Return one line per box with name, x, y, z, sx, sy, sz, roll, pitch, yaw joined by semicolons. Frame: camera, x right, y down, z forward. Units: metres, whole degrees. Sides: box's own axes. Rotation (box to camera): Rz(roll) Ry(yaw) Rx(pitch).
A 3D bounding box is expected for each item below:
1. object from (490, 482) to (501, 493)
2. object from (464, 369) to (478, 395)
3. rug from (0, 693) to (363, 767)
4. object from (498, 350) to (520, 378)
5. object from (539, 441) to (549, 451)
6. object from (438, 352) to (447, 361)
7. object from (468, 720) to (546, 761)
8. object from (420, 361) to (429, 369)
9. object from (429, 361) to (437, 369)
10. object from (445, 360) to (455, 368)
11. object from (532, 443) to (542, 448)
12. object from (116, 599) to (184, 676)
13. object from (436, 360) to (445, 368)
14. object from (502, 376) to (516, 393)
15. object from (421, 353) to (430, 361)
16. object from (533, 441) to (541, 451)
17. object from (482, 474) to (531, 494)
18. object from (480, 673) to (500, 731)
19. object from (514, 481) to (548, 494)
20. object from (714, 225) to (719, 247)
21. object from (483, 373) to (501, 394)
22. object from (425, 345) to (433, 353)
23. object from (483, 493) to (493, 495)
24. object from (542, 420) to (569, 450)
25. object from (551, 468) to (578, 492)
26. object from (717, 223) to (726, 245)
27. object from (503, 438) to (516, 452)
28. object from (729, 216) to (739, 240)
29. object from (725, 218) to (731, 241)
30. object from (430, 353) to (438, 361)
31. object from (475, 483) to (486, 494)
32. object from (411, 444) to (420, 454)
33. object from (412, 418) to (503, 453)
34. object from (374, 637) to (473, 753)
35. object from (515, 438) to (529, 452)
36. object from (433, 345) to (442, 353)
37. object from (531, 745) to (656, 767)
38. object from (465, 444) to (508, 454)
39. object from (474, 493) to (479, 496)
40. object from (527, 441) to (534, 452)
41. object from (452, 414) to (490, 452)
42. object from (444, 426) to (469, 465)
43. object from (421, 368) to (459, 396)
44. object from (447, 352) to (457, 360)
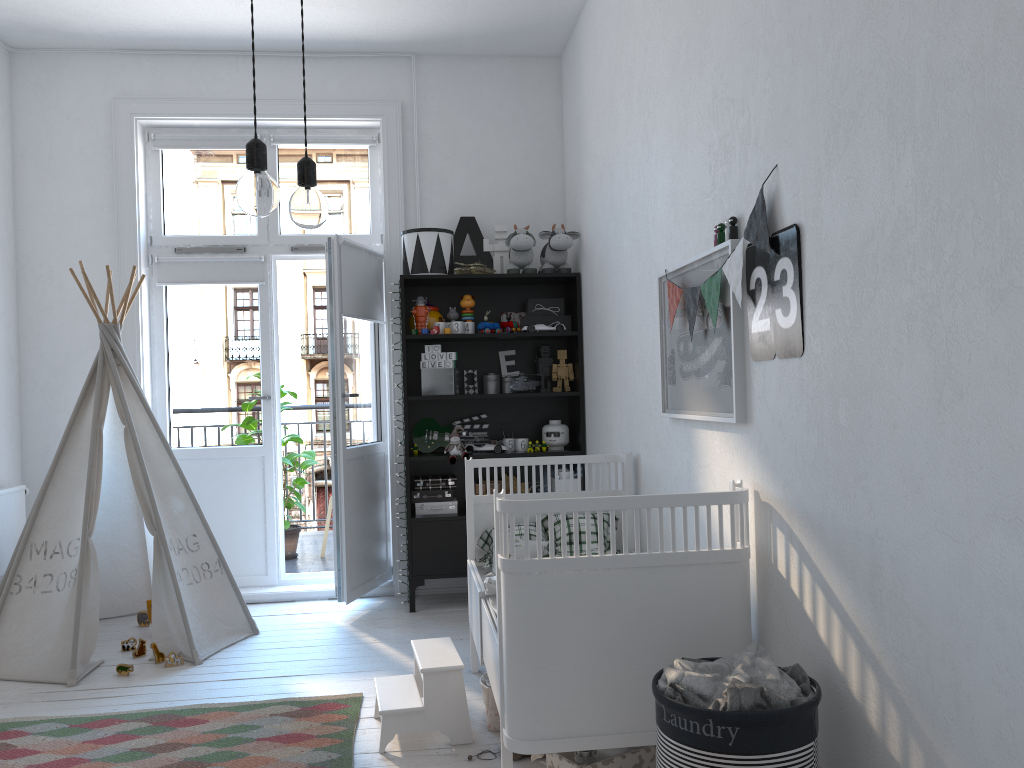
object;-0.085;0.533;4.565;0.050;0.050;0.050;-2;0;13
object;-0.220;-0.010;4.739;0.070;0.134;0.028;-2;0;-7
rug;-1.071;1.125;2.128;1.320;0.016;2.029;-2;0;-7
object;-0.016;-0.108;4.772;0.107;0.151;0.055;-2;0;-7
object;0.163;0.319;4.559;0.042;0.054;0.031;-2;0;38
object;-0.347;-0.139;4.491;0.040;0.040;0.040;-2;0;23
object;-0.010;1.031;2.655;0.254;0.151;0.125;-2;0;-8
object;-0.441;-0.096;4.505;0.040;0.040;0.040;-2;0;8
object;-0.401;-0.097;4.507;0.040;0.040;0.040;-2;0;-2
object;-0.313;-0.099;4.487;0.040;0.040;0.040;-2;0;23
object;0.078;0.332;4.738;0.163;0.034;0.069;-2;0;-7
object;-1.525;1.018;3.936;0.385;0.283;0.856;-2;0;-15
object;-0.359;-0.098;4.493;0.040;0.040;0.040;-2;0;8
object;0.000;0.003;4.647;0.078;0.091;0.246;-2;0;-12
object;-0.437;-0.136;4.505;0.040;0.040;0.040;-2;0;3
object;0.130;0.320;4.586;0.042;0.054;0.031;-2;0;-7
object;-0.067;0.567;4.687;0.337;0.186;0.111;-2;0;8
object;0.002;1.035;2.929;0.215;0.148;0.240;-2;0;0
object;0.074;0.592;4.793;0.347;0.120;0.034;-2;0;-7
object;0.582;-0.417;2.502;0.025;0.064;0.025;-2;0;-11
object;-0.108;-0.002;4.718;0.095;0.110;0.095;-2;0;-2
object;-0.421;-0.177;4.502;0.040;0.040;0.040;-2;0;-2
object;-0.122;0.583;4.546;0.050;0.050;0.050;-2;0;-7
object;0.229;0.270;4.649;0.139;0.162;0.139;-2;0;-32
object;0.274;0.548;4.639;0.132;0.199;0.267;-2;0;-7
object;0.585;-0.417;2.474;0.025;0.064;0.025;-2;0;-9
object;-0.013;0.318;4.616;0.067;0.067;0.067;-2;0;7
object;0.594;-0.418;2.380;0.025;0.064;0.025;-2;0;-14
object;0.591;-0.418;2.405;0.025;0.064;0.025;-2;0;-11
object;-0.392;-0.137;4.498;0.040;0.040;0.040;-2;0;13
object;-0.163;0.535;4.553;0.050;0.050;0.050;-2;0;-7
object;-0.503;0.338;4.619;0.042;0.054;0.031;-2;0;3
object;-0.260;0.293;4.725;0.542;0.239;0.093;-2;0;-6
object;-0.296;0.993;2.865;0.288;0.245;0.332;-2;0;-12
object;0.052;0.316;4.576;0.067;0.067;0.067;-2;0;7
object;-0.379;-0.178;4.496;0.040;0.040;0.040;-2;0;3
object;0.254;1.014;2.388;0.360;0.163;0.242;-1;0;-32
object;-0.133;0.331;4.563;0.230;0.048;0.098;-2;0;18
object;-0.180;0.585;4.559;0.050;0.050;0.050;-2;0;-7
object;0.094;0.320;4.528;0.031;0.054;0.042;-2;0;43
object;-0.218;0.260;4.703;0.201;0.199;0.048;-2;0;-7
object;-0.275;0.306;4.428;0.110;0.186;0.129;-2;0;-20
object;-0.367;-0.010;4.531;0.170;0.138;0.124;-2;0;8
object;-0.302;-0.140;4.485;0.040;0.040;0.040;-2;0;18
